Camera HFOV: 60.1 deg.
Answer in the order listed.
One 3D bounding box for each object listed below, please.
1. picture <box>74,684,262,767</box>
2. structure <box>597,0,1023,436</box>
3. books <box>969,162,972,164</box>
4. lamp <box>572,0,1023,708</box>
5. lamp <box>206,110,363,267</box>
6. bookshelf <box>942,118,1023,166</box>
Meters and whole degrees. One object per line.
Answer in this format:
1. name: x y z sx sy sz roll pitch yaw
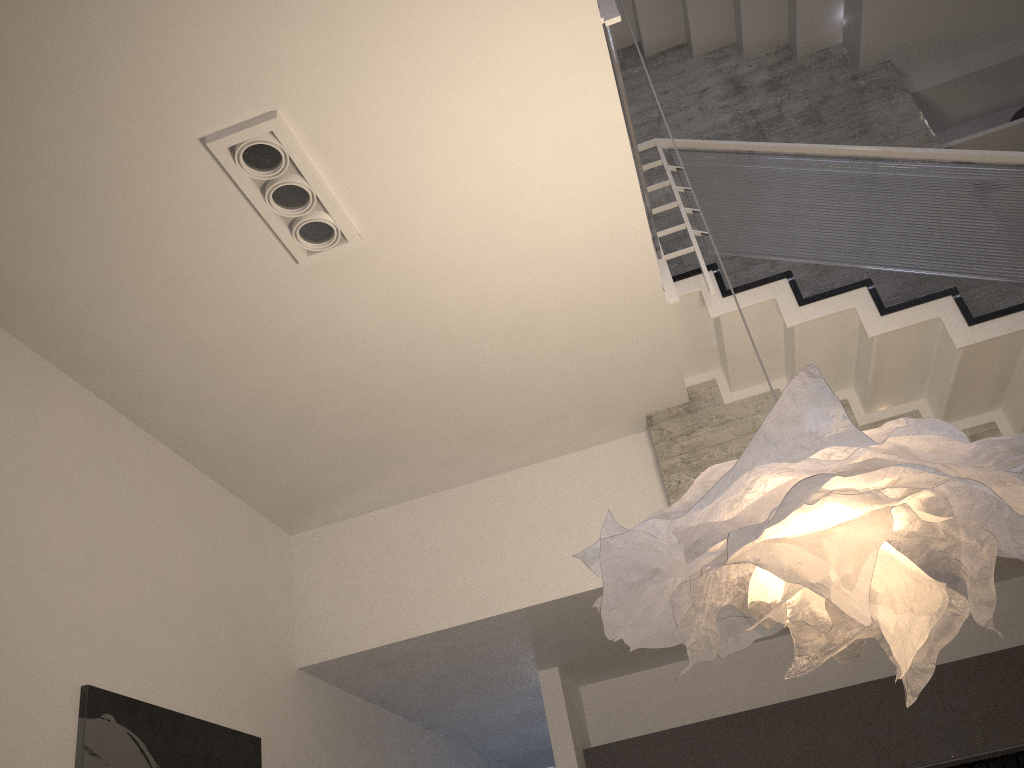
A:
1. picture: -1.240 2.251 3.288 0.033 1.980 1.260 -17 -32 8
2. structure: 1.018 -1.222 3.913 4.244 8.113 8.643 -17 -32 9
3. books: 2.837 -1.123 5.409 0.134 0.373 0.278 -17 -32 9
4. lamp: 0.314 -1.494 3.089 1.125 5.088 1.080 -23 -33 18
5. lamp: -0.777 -0.671 3.105 0.254 0.064 0.659 -17 -33 9
6. bookshelf: 2.988 -0.954 5.172 0.975 1.080 0.452 -17 -32 9
